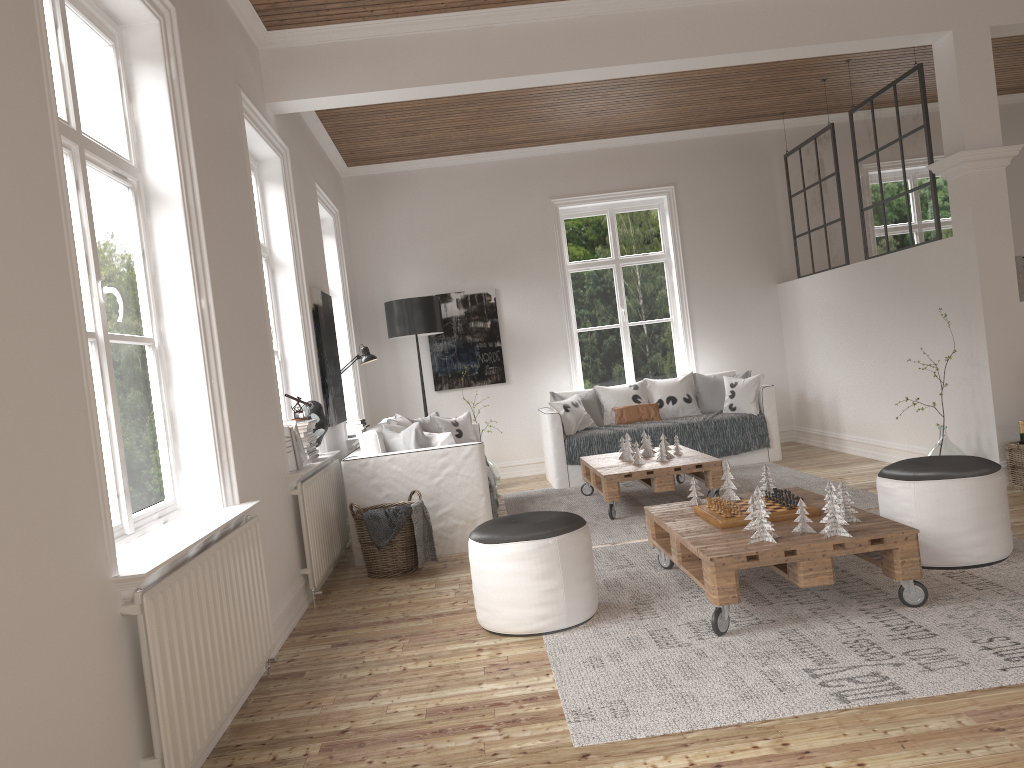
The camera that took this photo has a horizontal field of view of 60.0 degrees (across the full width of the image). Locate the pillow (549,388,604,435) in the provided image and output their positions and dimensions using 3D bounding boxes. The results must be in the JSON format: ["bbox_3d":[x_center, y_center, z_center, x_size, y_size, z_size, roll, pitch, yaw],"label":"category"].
[{"bbox_3d":[0.570,0.251,7.837,0.541,0.431,0.282,-8,1,-29],"label":"pillow"}]

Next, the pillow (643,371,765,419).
[{"bbox_3d":[1.691,0.108,7.782,1.081,0.450,0.403,-6,1,21],"label":"pillow"}]

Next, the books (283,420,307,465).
[{"bbox_3d":[-1.212,0.324,4.739,0.176,0.255,0.226,-7,1,-3],"label":"books"}]

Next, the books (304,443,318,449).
[{"bbox_3d":[-1.211,0.361,5.066,0.161,0.013,0.256,-7,1,-3],"label":"books"}]

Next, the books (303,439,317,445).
[{"bbox_3d":[-1.216,0.338,5.055,0.161,0.012,0.254,-7,1,-3],"label":"books"}]

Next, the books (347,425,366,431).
[{"bbox_3d":[-1.303,0.365,7.271,0.191,0.023,0.242,-7,1,-5],"label":"books"}]

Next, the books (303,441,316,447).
[{"bbox_3d":[-1.220,0.351,5.044,0.159,0.012,0.285,-7,1,-3],"label":"books"}]

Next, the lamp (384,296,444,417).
[{"bbox_3d":[-0.787,0.120,7.950,0.499,1.754,0.499,-7,1,-6],"label":"lamp"}]

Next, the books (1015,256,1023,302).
[{"bbox_3d":[3.030,-0.630,5.389,0.050,0.271,0.200,-7,1,-3],"label":"books"}]

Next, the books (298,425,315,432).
[{"bbox_3d":[-1.231,0.262,5.048,0.174,0.021,0.273,-7,1,-3],"label":"books"}]

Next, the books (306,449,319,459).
[{"bbox_3d":[-1.214,0.409,5.048,0.176,0.025,0.331,-7,1,-3],"label":"books"}]

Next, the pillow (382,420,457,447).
[{"bbox_3d":[-0.598,0.440,5.776,0.417,0.414,1.020,-7,1,-21],"label":"pillow"}]

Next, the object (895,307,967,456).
[{"bbox_3d":[2.533,0.105,5.384,0.515,1.117,0.275,-8,2,-36],"label":"object"}]

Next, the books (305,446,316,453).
[{"bbox_3d":[-1.232,0.379,5.042,0.182,0.016,0.288,-7,1,-3],"label":"books"}]

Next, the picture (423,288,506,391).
[{"bbox_3d":[-0.450,-0.422,8.439,0.680,0.908,0.041,-7,1,-3],"label":"picture"}]

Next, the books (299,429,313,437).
[{"bbox_3d":[-1.243,0.287,5.027,0.180,0.028,0.296,-7,1,-3],"label":"books"}]

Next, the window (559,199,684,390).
[{"bbox_3d":[1.076,-0.830,8.691,1.055,1.872,0.120,-7,1,-3],"label":"window"}]

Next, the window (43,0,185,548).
[{"bbox_3d":[-1.315,-0.406,2.818,0.120,1.872,1.055,-7,1,-3],"label":"window"}]

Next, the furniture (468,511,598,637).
[{"bbox_3d":[0.087,0.775,3.713,0.518,0.430,0.518,-7,1,18],"label":"furniture"}]

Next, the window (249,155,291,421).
[{"bbox_3d":[-1.425,-0.442,4.984,0.120,1.872,1.055,-7,1,-3],"label":"window"}]

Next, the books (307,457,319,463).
[{"bbox_3d":[-1.204,0.441,5.062,0.161,0.012,0.254,-7,1,-3],"label":"books"}]

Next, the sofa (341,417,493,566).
[{"bbox_3d":[-0.611,0.629,6.233,0.866,0.776,1.960,-7,1,-3],"label":"sofa"}]

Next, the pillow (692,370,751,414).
[{"bbox_3d":[1.873,0.094,7.866,0.546,0.437,0.292,-6,1,31],"label":"pillow"}]

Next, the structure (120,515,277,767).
[{"bbox_3d":[-0.938,0.927,2.854,0.095,0.829,1.223,-7,1,-3],"label":"structure"}]

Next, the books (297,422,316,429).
[{"bbox_3d":[-1.232,0.243,5.046,0.182,0.016,0.288,-7,1,-3],"label":"books"}]

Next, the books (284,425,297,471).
[{"bbox_3d":[-1.205,0.336,4.528,0.172,0.239,0.093,-7,1,-3],"label":"books"}]

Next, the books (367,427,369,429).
[{"bbox_3d":[-1.318,0.384,7.548,0.187,0.014,0.248,-7,1,-5],"label":"books"}]

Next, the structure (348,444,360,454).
[{"bbox_3d":[-1.158,0.857,7.191,0.095,0.829,1.223,-7,1,-3],"label":"structure"}]

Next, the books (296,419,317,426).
[{"bbox_3d":[-1.223,0.226,5.040,0.182,0.016,0.288,-7,1,-3],"label":"books"}]

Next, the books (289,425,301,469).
[{"bbox_3d":[-1.197,0.336,4.572,0.172,0.235,0.112,-7,1,-3],"label":"books"}]

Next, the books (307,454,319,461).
[{"bbox_3d":[-1.201,0.427,5.046,0.159,0.012,0.285,-7,1,-3],"label":"books"}]

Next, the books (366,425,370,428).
[{"bbox_3d":[-1.326,0.372,7.550,0.202,0.012,0.251,-7,1,-1],"label":"books"}]

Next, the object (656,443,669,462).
[{"bbox_3d":[1.009,0.462,6.000,0.068,0.124,0.072,-7,1,-18],"label":"object"}]

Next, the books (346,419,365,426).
[{"bbox_3d":[-1.314,0.318,7.269,0.190,0.028,0.239,-7,1,-1],"label":"books"}]

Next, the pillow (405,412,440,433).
[{"bbox_3d":[-0.703,0.430,6.893,0.292,0.437,0.546,-6,1,31],"label":"pillow"}]

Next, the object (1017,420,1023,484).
[{"bbox_3d":[2.980,0.400,5.150,0.095,0.377,0.095,-6,2,33],"label":"object"}]

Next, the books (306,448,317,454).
[{"bbox_3d":[-1.217,0.391,5.060,0.161,0.013,0.254,-7,1,-3],"label":"books"}]

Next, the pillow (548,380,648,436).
[{"bbox_3d":[0.764,0.229,7.763,1.020,0.414,0.417,-7,1,-21],"label":"pillow"}]

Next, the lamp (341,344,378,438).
[{"bbox_3d":[-1.220,0.056,6.819,0.439,0.703,0.196,-7,1,-3],"label":"lamp"}]

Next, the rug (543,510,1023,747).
[{"bbox_3d":[1.227,0.850,3.752,2.254,0.003,2.474,-7,1,-3],"label":"rug"}]

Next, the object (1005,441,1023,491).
[{"bbox_3d":[3.056,0.465,5.090,0.276,0.270,0.276,-7,1,-3],"label":"object"}]

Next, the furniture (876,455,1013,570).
[{"bbox_3d":[1.895,0.550,3.907,0.518,0.430,0.518,-7,1,0],"label":"furniture"}]

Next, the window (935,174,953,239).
[{"bbox_3d":[4.114,-1.204,8.839,1.055,1.872,0.120,-7,1,-3],"label":"window"}]

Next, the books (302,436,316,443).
[{"bbox_3d":[-1.227,0.323,5.061,0.167,0.017,0.263,-7,1,-3],"label":"books"}]

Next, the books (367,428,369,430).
[{"bbox_3d":[-1.316,0.398,7.553,0.187,0.014,0.253,-7,1,-3],"label":"books"}]

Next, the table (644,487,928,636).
[{"bbox_3d":[1.088,0.716,3.799,0.821,0.300,1.189,-7,1,-3],"label":"table"}]

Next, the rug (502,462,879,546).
[{"bbox_3d":[1.097,0.809,6.298,2.254,0.003,2.474,-7,1,-3],"label":"rug"}]

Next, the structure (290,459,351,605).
[{"bbox_3d":[-1.048,0.892,5.023,0.095,0.829,1.223,-7,1,-3],"label":"structure"}]

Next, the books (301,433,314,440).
[{"bbox_3d":[-1.242,0.309,5.051,0.182,0.016,0.288,-7,1,-3],"label":"books"}]

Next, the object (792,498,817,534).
[{"bbox_3d":[1.116,0.503,3.406,0.076,0.132,0.072,-7,1,-2],"label":"object"}]

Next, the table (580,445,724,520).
[{"bbox_3d":[0.951,0.677,6.284,0.821,0.300,1.189,-7,1,-3],"label":"table"}]

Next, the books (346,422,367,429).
[{"bbox_3d":[-1.315,0.344,7.278,0.212,0.023,0.258,-7,1,-3],"label":"books"}]

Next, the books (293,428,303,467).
[{"bbox_3d":[-1.202,0.346,4.672,0.161,0.213,0.118,-7,1,-3],"label":"books"}]

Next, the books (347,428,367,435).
[{"bbox_3d":[-1.307,0.393,7.280,0.191,0.032,0.258,-7,1,-1],"label":"books"}]

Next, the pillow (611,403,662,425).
[{"bbox_3d":[1.089,0.269,7.718,0.420,0.179,0.127,-7,1,-1],"label":"pillow"}]

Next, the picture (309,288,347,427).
[{"bbox_3d":[-1.258,-0.177,6.098,0.041,0.908,0.680,-7,1,-3],"label":"picture"}]

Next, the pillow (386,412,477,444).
[{"bbox_3d":[-0.620,0.414,6.711,0.403,0.450,1.081,-6,1,21],"label":"pillow"}]

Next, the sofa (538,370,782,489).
[{"bbox_3d":[1.254,0.366,7.826,1.960,0.776,0.866,-7,1,-3],"label":"sofa"}]

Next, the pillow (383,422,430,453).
[{"bbox_3d":[-0.671,0.453,5.581,0.282,0.431,0.541,-8,1,-29],"label":"pillow"}]
